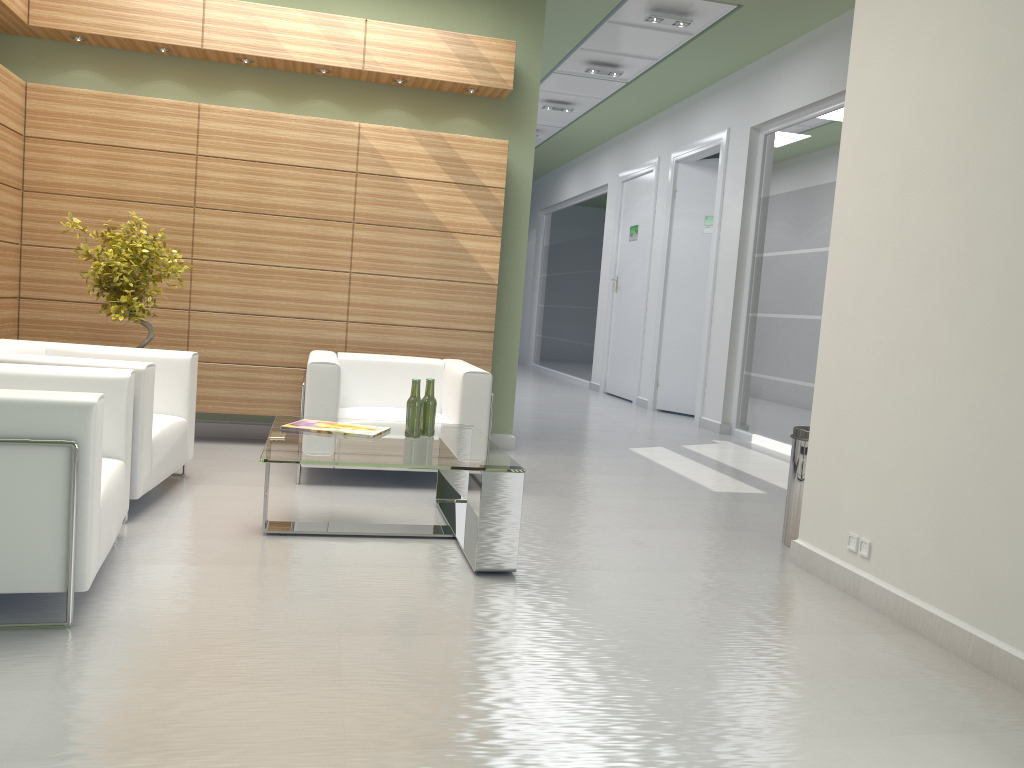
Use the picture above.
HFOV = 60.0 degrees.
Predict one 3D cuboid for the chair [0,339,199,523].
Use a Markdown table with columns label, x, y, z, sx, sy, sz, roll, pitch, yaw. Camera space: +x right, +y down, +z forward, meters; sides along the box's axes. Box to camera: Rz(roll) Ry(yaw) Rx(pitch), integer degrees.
| label | x | y | z | sx | sy | sz | roll | pitch | yaw |
| --- | --- | --- | --- | --- | --- | --- | --- | --- | --- |
| chair | -3.781 | 0.322 | 7.554 | 1.769 | 1.234 | 1.894 | 4 | 5 | -7 |

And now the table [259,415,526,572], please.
| label | x | y | z | sx | sy | sz | roll | pitch | yaw |
| --- | --- | --- | --- | --- | --- | --- | --- | --- | --- |
| table | -1.032 | 0.801 | 7.036 | 1.783 | 0.742 | 2.197 | 3 | 5 | -12 |

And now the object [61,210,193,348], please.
| label | x | y | z | sx | sy | sz | roll | pitch | yaw |
| --- | --- | --- | --- | --- | --- | --- | --- | --- | --- |
| object | -4.029 | -0.503 | 9.098 | 1.201 | 2.565 | 1.116 | 0 | 7 | -44 |

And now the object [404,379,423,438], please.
| label | x | y | z | sx | sy | sz | roll | pitch | yaw |
| --- | --- | --- | --- | --- | --- | --- | --- | --- | --- |
| object | -0.788 | 0.196 | 7.162 | 0.131 | 0.475 | 0.131 | 9 | 6 | 42 |

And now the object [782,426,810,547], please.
| label | x | y | z | sx | sy | sz | roll | pitch | yaw |
| --- | --- | --- | --- | --- | --- | --- | --- | --- | --- |
| object | 2.634 | 0.907 | 7.732 | 0.483 | 1.027 | 0.482 | 0 | 6 | -41 |

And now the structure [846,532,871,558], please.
| label | x | y | z | sx | sy | sz | roll | pitch | yaw |
| --- | --- | --- | --- | --- | --- | --- | --- | --- | --- |
| structure | 2.483 | 1.152 | 6.352 | 0.017 | 0.118 | 0.262 | 3 | 5 | -12 |

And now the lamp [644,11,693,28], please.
| label | x | y | z | sx | sy | sz | roll | pitch | yaw |
| --- | --- | --- | --- | --- | --- | --- | --- | --- | --- |
| lamp | 2.302 | -5.386 | 13.030 | 0.657 | 0.159 | 0.286 | 3 | 5 | -12 |

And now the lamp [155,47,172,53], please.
| label | x | y | z | sx | sy | sz | roll | pitch | yaw |
| --- | --- | --- | --- | --- | --- | --- | --- | --- | --- |
| lamp | -3.994 | -3.854 | 10.160 | 0.181 | 0.074 | 0.181 | 3 | 5 | -18 |

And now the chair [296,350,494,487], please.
| label | x | y | z | sx | sy | sz | roll | pitch | yaw |
| --- | --- | --- | --- | --- | --- | --- | --- | --- | --- |
| chair | -1.300 | 0.351 | 9.572 | 1.894 | 1.234 | 1.802 | 3 | 5 | -12 |

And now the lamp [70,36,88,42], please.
| label | x | y | z | sx | sy | sz | roll | pitch | yaw |
| --- | --- | --- | --- | --- | --- | --- | --- | --- | --- |
| lamp | -4.870 | -3.907 | 9.967 | 0.181 | 0.074 | 0.181 | 3 | 5 | -18 |

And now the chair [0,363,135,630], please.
| label | x | y | z | sx | sy | sz | roll | pitch | yaw |
| --- | --- | --- | --- | --- | --- | --- | --- | --- | --- |
| chair | -3.310 | 0.545 | 5.289 | 1.802 | 1.234 | 1.894 | 3 | 5 | -17 |

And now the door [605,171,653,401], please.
| label | x | y | z | sx | sy | sz | roll | pitch | yaw |
| --- | --- | --- | --- | --- | --- | --- | --- | --- | --- |
| door | 2.682 | -2.234 | 20.527 | 0.250 | 5.083 | 2.089 | 3 | 5 | -12 |

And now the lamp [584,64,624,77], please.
| label | x | y | z | sx | sy | sz | roll | pitch | yaw |
| --- | --- | --- | --- | --- | --- | --- | --- | --- | --- |
| lamp | 1.663 | -5.681 | 16.000 | 0.657 | 0.159 | 0.286 | 3 | 5 | -12 |

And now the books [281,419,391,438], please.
| label | x | y | z | sx | sy | sz | roll | pitch | yaw |
| --- | --- | --- | --- | --- | --- | --- | --- | --- | --- |
| books | -1.433 | 0.363 | 7.268 | 0.762 | 0.025 | 0.508 | 5 | 5 | 7 |

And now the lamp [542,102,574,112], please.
| label | x | y | z | sx | sy | sz | roll | pitch | yaw |
| --- | --- | --- | --- | --- | --- | --- | --- | --- | --- |
| lamp | 0.995 | -5.989 | 19.102 | 0.657 | 0.159 | 0.286 | 3 | 5 | -12 |

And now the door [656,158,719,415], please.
| label | x | y | z | sx | sy | sz | roll | pitch | yaw |
| --- | --- | --- | --- | --- | --- | --- | --- | --- | --- |
| door | 3.924 | -1.890 | 17.534 | 0.134 | 5.083 | 2.089 | 0 | 6 | -42 |

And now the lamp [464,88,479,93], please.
| label | x | y | z | sx | sy | sz | roll | pitch | yaw |
| --- | --- | --- | --- | --- | --- | --- | --- | --- | --- |
| lamp | -0.496 | -3.643 | 10.934 | 0.181 | 0.074 | 0.181 | 3 | 5 | -18 |

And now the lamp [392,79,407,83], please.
| label | x | y | z | sx | sy | sz | roll | pitch | yaw |
| --- | --- | --- | --- | --- | --- | --- | --- | --- | --- |
| lamp | -1.359 | -3.695 | 10.743 | 0.181 | 0.074 | 0.181 | 8 | 6 | 38 |

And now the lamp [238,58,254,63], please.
| label | x | y | z | sx | sy | sz | roll | pitch | yaw |
| --- | --- | --- | --- | --- | --- | --- | --- | --- | --- |
| lamp | -3.107 | -3.801 | 10.356 | 0.181 | 0.074 | 0.181 | 8 | 6 | 38 |

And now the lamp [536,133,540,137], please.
| label | x | y | z | sx | sy | sz | roll | pitch | yaw |
| --- | --- | --- | --- | --- | --- | --- | --- | --- | --- |
| lamp | 0.339 | -6.291 | 22.152 | 0.657 | 0.159 | 0.286 | 3 | 5 | -12 |

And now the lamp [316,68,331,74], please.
| label | x | y | z | sx | sy | sz | roll | pitch | yaw |
| --- | --- | --- | --- | --- | --- | --- | --- | --- | --- |
| lamp | -2.239 | -3.749 | 10.549 | 0.181 | 0.074 | 0.181 | 3 | 5 | -18 |

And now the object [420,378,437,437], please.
| label | x | y | z | sx | sy | sz | roll | pitch | yaw |
| --- | --- | --- | --- | --- | --- | --- | --- | --- | --- |
| object | -0.688 | 0.192 | 7.308 | 0.131 | 0.475 | 0.131 | 9 | 6 | 42 |
